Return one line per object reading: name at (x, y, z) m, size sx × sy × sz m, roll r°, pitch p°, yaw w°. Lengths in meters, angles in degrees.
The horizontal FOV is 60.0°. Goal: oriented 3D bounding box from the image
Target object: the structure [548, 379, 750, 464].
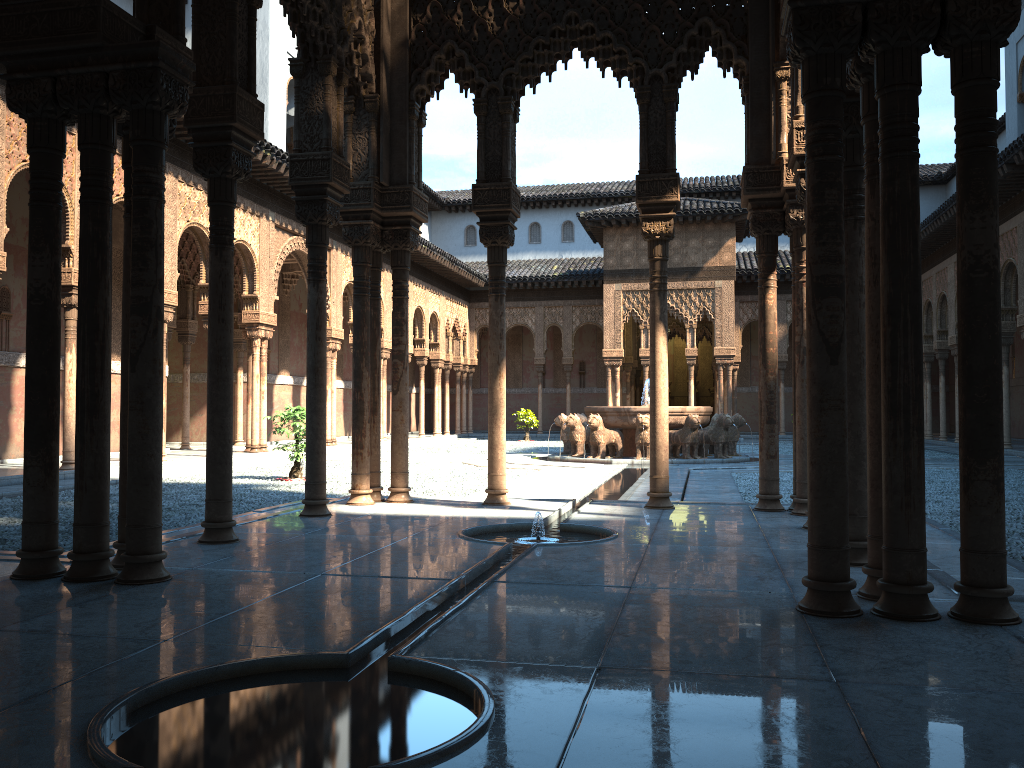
structure at (3.163, 0.870, 20.599) m, size 4.508 × 1.991 × 4.508 m, roll 0°, pitch -2°, yaw 12°
